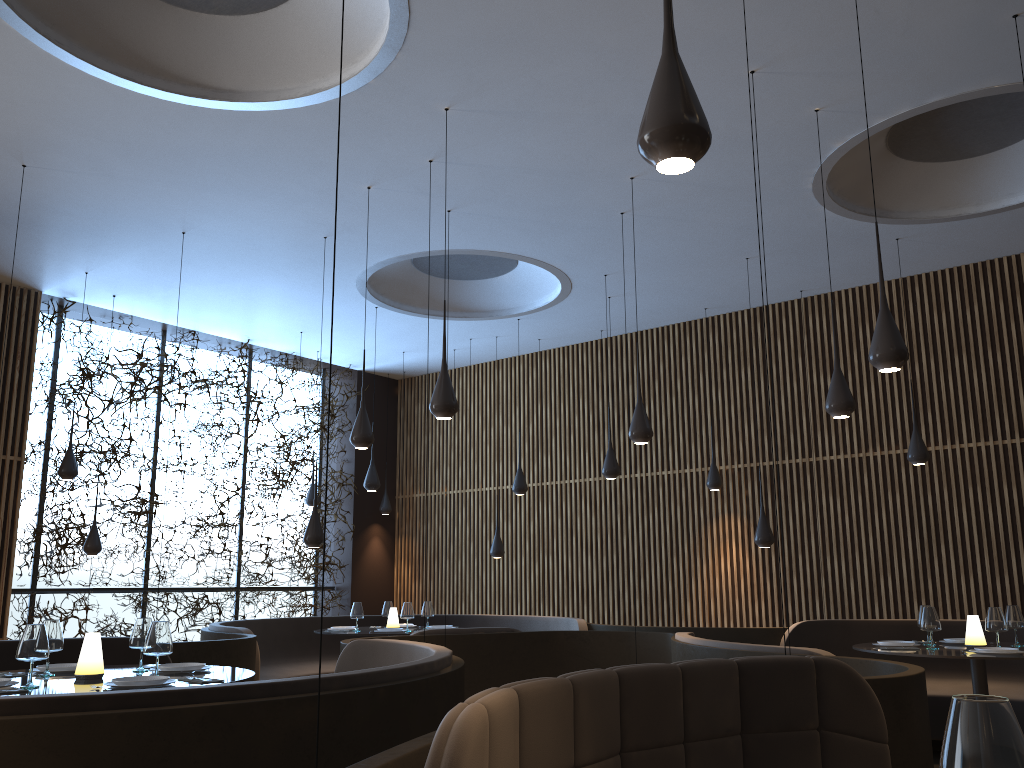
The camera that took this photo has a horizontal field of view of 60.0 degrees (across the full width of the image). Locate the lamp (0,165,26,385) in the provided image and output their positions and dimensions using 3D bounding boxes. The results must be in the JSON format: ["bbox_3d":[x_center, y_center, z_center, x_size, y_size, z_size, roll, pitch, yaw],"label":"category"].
[{"bbox_3d":[-3.875,1.321,6.460,0.196,6.244,0.197,1,-11,-7],"label":"lamp"}]

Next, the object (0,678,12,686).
[{"bbox_3d":[-2.541,1.432,4.236,0.263,0.029,0.264,10,-16,-37],"label":"object"}]

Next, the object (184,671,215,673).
[{"bbox_3d":[-1.872,1.618,5.025,0.412,0.012,0.205,-13,-18,43],"label":"object"}]

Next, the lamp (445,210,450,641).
[{"bbox_3d":[-0.550,1.506,7.363,0.196,6.244,0.197,3,-12,-17],"label":"lamp"}]

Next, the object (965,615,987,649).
[{"bbox_3d":[3.350,1.794,6.421,0.142,0.231,0.145,-7,-13,29],"label":"object"}]

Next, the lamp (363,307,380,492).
[{"bbox_3d":[-1.635,0.159,10.512,0.196,2.212,0.196,-5,-12,23],"label":"lamp"}]

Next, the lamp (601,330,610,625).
[{"bbox_3d":[1.209,2.354,11.155,0.196,6.244,0.196,5,-13,-26],"label":"lamp"}]

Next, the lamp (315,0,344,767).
[{"bbox_3d":[-0.582,0.462,2.753,0.196,6.244,0.197,3,-12,-17],"label":"lamp"}]

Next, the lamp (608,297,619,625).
[{"bbox_3d":[1.160,2.044,9.786,0.196,6.244,0.196,8,-14,-36],"label":"lamp"}]

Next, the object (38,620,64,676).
[{"bbox_3d":[-2.527,1.439,4.840,0.142,0.294,0.142,-1,-12,4],"label":"object"}]

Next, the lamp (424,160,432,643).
[{"bbox_3d":[-0.628,1.293,6.421,0.196,6.244,0.197,3,-12,-17],"label":"lamp"}]

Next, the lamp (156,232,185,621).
[{"bbox_3d":[-3.106,1.624,7.820,0.196,6.244,0.197,1,-11,-7],"label":"lamp"}]

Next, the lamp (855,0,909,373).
[{"bbox_3d":[1.941,-1.156,4.786,0.196,2.212,0.197,3,-12,-17],"label":"lamp"}]

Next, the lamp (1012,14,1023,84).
[{"bbox_3d":[3.000,-1.104,5.057,0.196,2.212,0.196,-8,-13,32],"label":"lamp"}]

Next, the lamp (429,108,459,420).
[{"bbox_3d":[-0.456,-0.858,6.052,0.196,2.212,0.197,3,-12,-17],"label":"lamp"}]

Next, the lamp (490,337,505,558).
[{"bbox_3d":[-0.198,0.804,11.745,0.196,2.946,0.196,-5,-12,23],"label":"lamp"}]

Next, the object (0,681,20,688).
[{"bbox_3d":[-2.541,1.442,4.234,0.332,0.014,0.333,-3,-13,13],"label":"object"}]

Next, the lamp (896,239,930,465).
[{"bbox_3d":[3.784,-0.335,8.472,0.196,2.212,0.197,-3,-12,13],"label":"lamp"}]

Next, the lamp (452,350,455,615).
[{"bbox_3d":[-0.803,2.573,12.066,0.196,6.244,0.196,-5,-12,23],"label":"lamp"}]

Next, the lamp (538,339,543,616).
[{"bbox_3d":[0.392,2.451,11.563,0.196,6.244,0.196,8,-14,-36],"label":"lamp"}]

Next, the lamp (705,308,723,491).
[{"bbox_3d":[2.377,0.163,10.636,0.196,2.212,0.196,-5,-12,23],"label":"lamp"}]

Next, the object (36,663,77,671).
[{"bbox_3d":[-2.559,1.615,5.041,0.263,0.029,0.264,-1,-13,4],"label":"object"}]

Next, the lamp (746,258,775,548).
[{"bbox_3d":[2.446,0.143,8.899,0.196,2.946,0.196,-5,-12,23],"label":"lamp"}]

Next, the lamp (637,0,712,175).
[{"bbox_3d":[0.422,-1.657,2.548,0.196,2.212,0.197,1,-11,-7],"label":"lamp"}]

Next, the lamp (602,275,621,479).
[{"bbox_3d":[1.026,-0.099,9.441,0.196,2.212,0.196,-5,-12,23],"label":"lamp"}]

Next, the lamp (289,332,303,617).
[{"bbox_3d":[-2.776,2.375,11.144,0.196,6.244,0.196,5,-13,-26],"label":"lamp"}]

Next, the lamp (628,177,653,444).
[{"bbox_3d":[1.001,-0.622,7.135,0.196,2.212,0.197,3,-12,-17],"label":"lamp"}]

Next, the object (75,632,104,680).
[{"bbox_3d":[-2.215,1.429,4.665,0.145,0.231,0.143,8,-14,-36],"label":"object"}]

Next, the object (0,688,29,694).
[{"bbox_3d":[-2.341,1.397,4.010,0.262,0.017,0.127,12,-18,-44],"label":"object"}]

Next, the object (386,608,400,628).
[{"bbox_3d":[-1.289,2.544,9.614,0.142,0.231,0.145,-4,-12,18],"label":"object"}]

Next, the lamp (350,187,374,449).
[{"bbox_3d":[-1.203,-0.572,7.278,0.196,2.212,0.197,3,-12,-17],"label":"lamp"}]

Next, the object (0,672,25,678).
[{"bbox_3d":[-2.765,1.583,4.820,0.262,0.017,0.127,-11,-16,38],"label":"object"}]

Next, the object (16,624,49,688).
[{"bbox_3d":[-2.309,1.309,4.271,0.142,0.294,0.142,0,-12,-1],"label":"object"}]

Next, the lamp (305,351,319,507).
[{"bbox_3d":[-2.781,0.620,12.516,0.196,2.212,0.196,5,-13,-26],"label":"lamp"}]

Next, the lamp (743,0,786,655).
[{"bbox_3d":[1.319,0.819,4.381,0.196,6.244,0.197,3,-12,-17],"label":"lamp"}]

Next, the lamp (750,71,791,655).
[{"bbox_3d":[1.601,1.008,5.222,0.196,6.244,0.197,3,-12,-17],"label":"lamp"}]

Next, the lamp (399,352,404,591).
[{"bbox_3d":[-1.543,2.601,12.172,0.196,6.244,0.196,5,-13,-26],"label":"lamp"}]

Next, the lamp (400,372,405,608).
[{"bbox_3d":[-1.674,2.871,13.361,0.196,6.244,0.196,5,-13,-26],"label":"lamp"}]

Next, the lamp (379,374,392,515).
[{"bbox_3d":[-1.959,0.924,13.881,0.196,2.212,0.196,5,-13,-26],"label":"lamp"}]

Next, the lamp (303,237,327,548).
[{"bbox_3d":[-1.797,0.028,8.280,0.196,2.946,0.196,-8,-13,32],"label":"lamp"}]

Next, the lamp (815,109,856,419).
[{"bbox_3d":[2.177,-0.864,6.096,0.196,2.212,0.197,3,-12,-17],"label":"lamp"}]

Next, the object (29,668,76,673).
[{"bbox_3d":[-2.559,1.624,5.039,0.332,0.014,0.333,12,-17,-43],"label":"object"}]

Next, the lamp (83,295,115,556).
[{"bbox_3d":[-4.584,0.422,9.946,0.196,2.946,0.197,3,-12,-17],"label":"lamp"}]

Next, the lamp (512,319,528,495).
[{"bbox_3d":[0.091,0.265,11.025,0.196,2.212,0.196,-5,-12,23],"label":"lamp"}]

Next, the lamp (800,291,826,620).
[{"bbox_3d":[3.352,1.990,9.602,0.196,6.244,0.196,8,-14,-36],"label":"lamp"}]

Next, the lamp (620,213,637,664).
[{"bbox_3d":[1.018,1.512,7.433,0.196,6.244,0.196,8,-14,-36],"label":"lamp"}]

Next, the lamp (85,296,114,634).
[{"bbox_3d":[-4.588,2.048,9.649,0.196,6.244,0.196,5,-13,-26],"label":"lamp"}]

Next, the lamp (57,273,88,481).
[{"bbox_3d":[-4.550,-0.104,9.276,0.196,2.212,0.197,3,-12,-17],"label":"lamp"}]
